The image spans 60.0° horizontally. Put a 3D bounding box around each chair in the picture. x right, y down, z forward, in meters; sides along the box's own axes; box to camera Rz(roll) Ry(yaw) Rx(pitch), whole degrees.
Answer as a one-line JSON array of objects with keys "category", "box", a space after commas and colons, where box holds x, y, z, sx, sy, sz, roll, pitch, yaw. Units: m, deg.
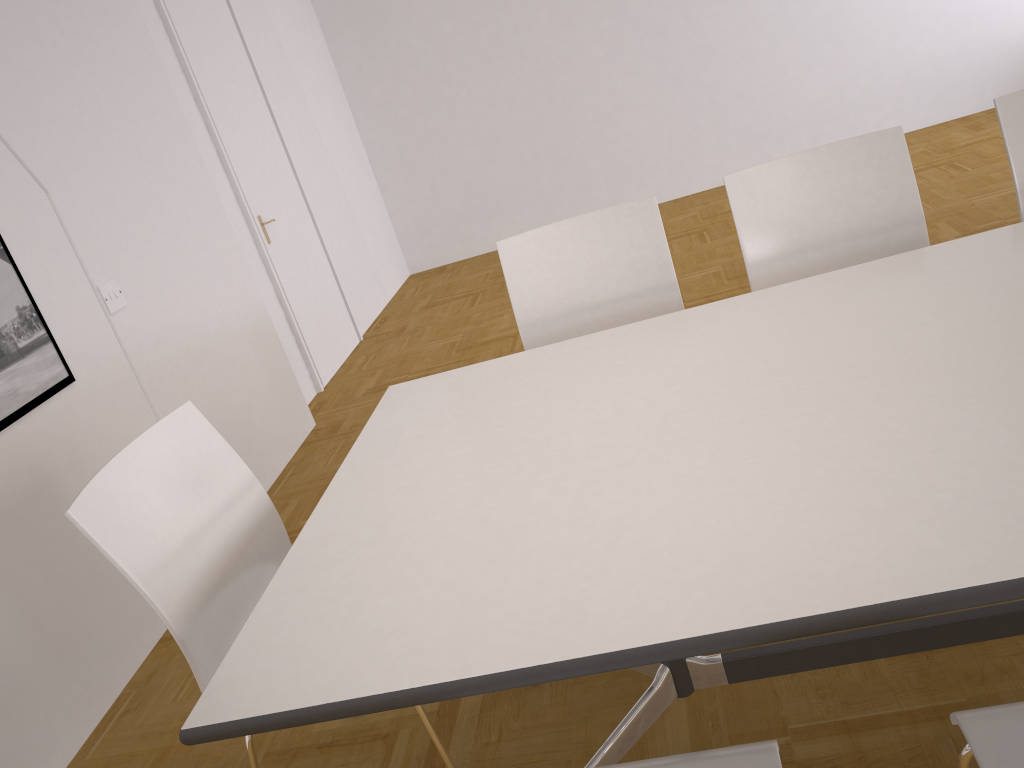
[{"category": "chair", "box": [0.773, 0.478, 0.868, 0.560, 0.925, 0.579, -14, 20, 12]}, {"category": "chair", "box": [0.916, -0.118, 2.313, 0.560, 0.925, 0.579, -14, 20, 12]}, {"category": "chair", "box": [0.109, 0.645, 1.014, 0.560, 0.925, 0.579, -14, 20, 12]}, {"category": "chair", "box": [1.580, -0.285, 2.167, 0.560, 0.925, 0.579, -14, 20, 12]}, {"category": "chair", "box": [-0.374, 0.486, 1.838, 0.575, 0.925, 0.565, -14, 20, 12]}, {"category": "chair", "box": [0.290, 0.040, 2.450, 0.560, 0.925, 0.579, -14, 20, 12]}]

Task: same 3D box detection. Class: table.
[{"category": "table", "box": [0.859, 0.273, 1.627, 2.408, 0.718, 1.219, -14, 20, 12]}]

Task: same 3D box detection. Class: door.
[{"category": "door", "box": [-1.414, -1.212, 5.006, 0.132, 2.438, 0.877, -14, 19, 12]}]

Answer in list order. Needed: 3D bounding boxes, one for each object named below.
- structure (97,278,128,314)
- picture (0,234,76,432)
[{"category": "structure", "box": [-1.424, -0.315, 3.165, 0.013, 0.104, 0.115, -14, 20, 12]}, {"category": "picture", "box": [-1.716, -0.653, 2.214, 0.016, 1.769, 0.792, -14, 19, 12]}]
